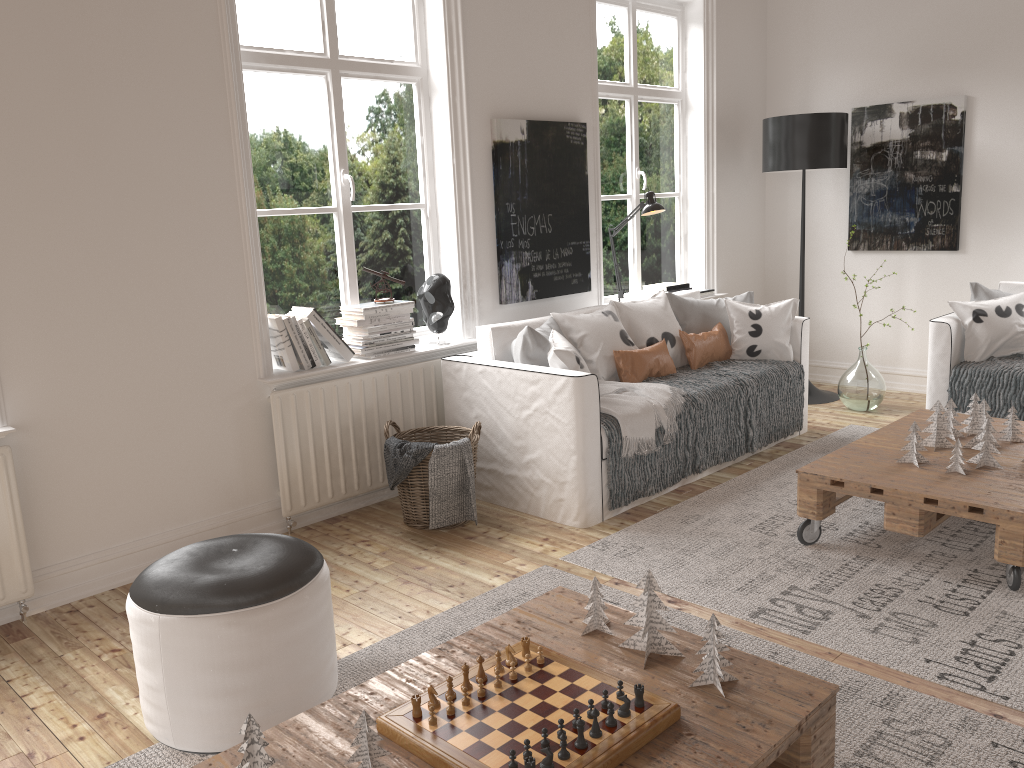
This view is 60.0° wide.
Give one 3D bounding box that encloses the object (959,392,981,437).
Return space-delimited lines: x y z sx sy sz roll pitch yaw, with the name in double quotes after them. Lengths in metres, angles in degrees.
1.886 0.118 3.618 0.090 0.176 0.090 -1 11 7 "object"

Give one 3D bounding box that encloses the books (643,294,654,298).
0.977 -0.565 5.595 0.191 0.023 0.242 8 15 42 "books"

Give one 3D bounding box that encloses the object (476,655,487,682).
-0.065 0.594 1.860 0.025 0.055 0.025 -5 12 -12 "object"

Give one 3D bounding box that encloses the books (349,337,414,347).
-0.601 -0.200 4.088 0.161 0.013 0.254 9 16 44 "books"

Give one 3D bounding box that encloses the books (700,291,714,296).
1.171 -0.591 5.793 0.187 0.014 0.248 8 16 43 "books"

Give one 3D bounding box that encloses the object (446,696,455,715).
-0.121 0.630 1.742 0.017 0.037 0.017 -8 13 -25 "object"

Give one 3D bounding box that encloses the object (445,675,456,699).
-0.126 0.613 1.800 0.022 0.047 0.022 -5 12 -12 "object"

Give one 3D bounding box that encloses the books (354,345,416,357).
-0.603 -0.159 4.078 0.159 0.012 0.285 9 16 44 "books"

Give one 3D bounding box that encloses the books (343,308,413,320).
-0.613 -0.326 4.055 0.174 0.021 0.273 9 16 44 "books"

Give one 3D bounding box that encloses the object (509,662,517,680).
0.002 0.600 1.861 0.017 0.037 0.017 -8 13 -25 "object"

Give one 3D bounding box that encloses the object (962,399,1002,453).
1.819 0.152 3.420 0.113 0.195 0.107 -11 14 -37 "object"

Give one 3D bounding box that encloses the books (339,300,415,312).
-0.612 -0.357 4.035 0.182 0.016 0.288 9 16 44 "books"

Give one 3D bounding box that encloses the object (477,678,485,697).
-0.063 0.615 1.801 0.017 0.037 0.017 -8 13 -25 "object"

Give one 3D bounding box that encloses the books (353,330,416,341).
-0.592 -0.228 4.080 0.161 0.013 0.256 9 16 44 "books"

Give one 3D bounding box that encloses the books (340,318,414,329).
-0.621 -0.284 4.078 0.182 0.016 0.288 9 16 44 "books"

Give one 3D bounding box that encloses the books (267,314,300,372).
-0.985 -0.173 3.715 0.172 0.239 0.093 9 16 44 "books"

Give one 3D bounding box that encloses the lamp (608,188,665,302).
0.715 -0.778 5.156 0.439 0.703 0.196 9 16 44 "lamp"

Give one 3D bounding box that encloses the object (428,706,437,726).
-0.154 0.638 1.710 0.017 0.037 0.017 -8 13 -25 "object"

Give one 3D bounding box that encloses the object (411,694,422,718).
-0.187 0.632 1.741 0.019 0.040 0.019 7 15 41 "object"

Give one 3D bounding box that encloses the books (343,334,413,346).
-0.625 -0.212 4.084 0.182 0.016 0.288 9 16 44 "books"

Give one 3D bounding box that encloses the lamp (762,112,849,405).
1.838 -0.779 5.612 0.499 1.754 0.499 7 15 41 "lamp"

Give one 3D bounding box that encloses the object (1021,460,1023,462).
1.909 0.213 3.226 0.073 0.142 0.072 -11 14 -36 "object"

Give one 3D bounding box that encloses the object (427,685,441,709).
-0.157 0.622 1.771 0.026 0.044 0.026 -3 11 0 "object"

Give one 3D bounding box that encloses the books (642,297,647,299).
0.979 -0.540 5.611 0.258 0.032 0.191 -13 15 -42 "books"

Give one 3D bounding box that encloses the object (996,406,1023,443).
1.967 0.155 3.490 0.075 0.147 0.075 -5 12 -12 "object"

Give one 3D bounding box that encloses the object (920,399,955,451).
1.657 0.153 3.459 0.112 0.193 0.106 -6 12 -16 "object"

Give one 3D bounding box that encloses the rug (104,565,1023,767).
0.047 1.001 1.633 2.254 0.003 2.474 9 16 44 "rug"

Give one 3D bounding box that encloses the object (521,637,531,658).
0.030 0.579 1.951 0.019 0.040 0.019 -5 12 -10 "object"

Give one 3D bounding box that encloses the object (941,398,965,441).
1.774 0.136 3.587 0.090 0.164 0.095 -11 14 -37 "object"

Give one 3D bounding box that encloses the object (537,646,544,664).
0.061 0.585 1.920 0.017 0.037 0.017 -8 13 -25 "object"

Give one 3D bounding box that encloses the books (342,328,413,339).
-0.614 -0.237 4.069 0.159 0.012 0.285 9 16 44 "books"

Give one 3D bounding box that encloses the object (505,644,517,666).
-0.002 0.585 1.921 0.026 0.044 0.026 -3 11 0 "object"

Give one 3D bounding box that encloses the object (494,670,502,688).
-0.030 0.607 1.832 0.017 0.037 0.017 -8 13 -25 "object"

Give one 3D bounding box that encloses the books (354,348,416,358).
-0.595 -0.150 4.094 0.161 0.012 0.254 9 16 44 "books"

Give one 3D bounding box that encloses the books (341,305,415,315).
-0.615 -0.344 4.050 0.182 0.016 0.288 9 16 44 "books"

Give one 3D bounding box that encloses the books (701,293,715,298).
1.176 -0.578 5.798 0.187 0.014 0.253 9 16 44 "books"

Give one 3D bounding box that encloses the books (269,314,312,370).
-0.947 -0.177 3.738 0.172 0.235 0.112 9 16 44 "books"

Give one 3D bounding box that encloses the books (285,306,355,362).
-0.832 -0.216 3.856 0.176 0.255 0.226 9 16 44 "books"

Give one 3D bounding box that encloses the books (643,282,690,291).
0.971 -0.613 5.589 0.239 0.028 0.190 -13 15 -42 "books"

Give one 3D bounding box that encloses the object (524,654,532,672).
0.034 0.593 1.890 0.017 0.037 0.017 -8 13 -25 "object"

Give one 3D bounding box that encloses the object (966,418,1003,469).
1.712 0.209 3.206 0.097 0.178 0.103 -1 11 8 "object"

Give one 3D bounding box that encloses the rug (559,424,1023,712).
1.846 0.562 3.386 2.254 0.003 2.474 9 16 44 "rug"

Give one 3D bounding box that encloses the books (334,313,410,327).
-0.638 -0.301 4.057 0.180 0.028 0.296 9 16 44 "books"

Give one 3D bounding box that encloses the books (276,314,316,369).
-0.926 -0.181 3.762 0.152 0.232 0.104 9 16 44 "books"

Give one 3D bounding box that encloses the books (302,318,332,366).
-0.876 -0.183 3.810 0.161 0.213 0.118 9 16 44 "books"

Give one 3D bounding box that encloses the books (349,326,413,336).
-0.602 -0.250 4.070 0.161 0.012 0.254 9 16 44 "books"

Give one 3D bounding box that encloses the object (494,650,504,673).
-0.029 0.590 1.893 0.022 0.047 0.022 -5 12 -12 "object"

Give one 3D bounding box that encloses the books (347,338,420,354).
-0.609 -0.180 4.083 0.176 0.025 0.331 9 16 44 "books"

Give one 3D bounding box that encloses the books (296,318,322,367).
-0.907 -0.180 3.787 0.161 0.218 0.101 9 16 44 "books"

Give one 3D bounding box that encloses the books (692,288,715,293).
1.168 -0.605 5.797 0.251 0.012 0.202 -13 15 -42 "books"

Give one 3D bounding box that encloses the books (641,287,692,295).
0.976 -0.590 5.602 0.212 0.023 0.258 9 16 44 "books"

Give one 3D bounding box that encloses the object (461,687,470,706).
-0.093 0.623 1.771 0.017 0.037 0.017 -8 13 -25 "object"

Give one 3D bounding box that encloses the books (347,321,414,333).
-0.604 -0.267 4.077 0.167 0.017 0.263 9 16 44 "books"
